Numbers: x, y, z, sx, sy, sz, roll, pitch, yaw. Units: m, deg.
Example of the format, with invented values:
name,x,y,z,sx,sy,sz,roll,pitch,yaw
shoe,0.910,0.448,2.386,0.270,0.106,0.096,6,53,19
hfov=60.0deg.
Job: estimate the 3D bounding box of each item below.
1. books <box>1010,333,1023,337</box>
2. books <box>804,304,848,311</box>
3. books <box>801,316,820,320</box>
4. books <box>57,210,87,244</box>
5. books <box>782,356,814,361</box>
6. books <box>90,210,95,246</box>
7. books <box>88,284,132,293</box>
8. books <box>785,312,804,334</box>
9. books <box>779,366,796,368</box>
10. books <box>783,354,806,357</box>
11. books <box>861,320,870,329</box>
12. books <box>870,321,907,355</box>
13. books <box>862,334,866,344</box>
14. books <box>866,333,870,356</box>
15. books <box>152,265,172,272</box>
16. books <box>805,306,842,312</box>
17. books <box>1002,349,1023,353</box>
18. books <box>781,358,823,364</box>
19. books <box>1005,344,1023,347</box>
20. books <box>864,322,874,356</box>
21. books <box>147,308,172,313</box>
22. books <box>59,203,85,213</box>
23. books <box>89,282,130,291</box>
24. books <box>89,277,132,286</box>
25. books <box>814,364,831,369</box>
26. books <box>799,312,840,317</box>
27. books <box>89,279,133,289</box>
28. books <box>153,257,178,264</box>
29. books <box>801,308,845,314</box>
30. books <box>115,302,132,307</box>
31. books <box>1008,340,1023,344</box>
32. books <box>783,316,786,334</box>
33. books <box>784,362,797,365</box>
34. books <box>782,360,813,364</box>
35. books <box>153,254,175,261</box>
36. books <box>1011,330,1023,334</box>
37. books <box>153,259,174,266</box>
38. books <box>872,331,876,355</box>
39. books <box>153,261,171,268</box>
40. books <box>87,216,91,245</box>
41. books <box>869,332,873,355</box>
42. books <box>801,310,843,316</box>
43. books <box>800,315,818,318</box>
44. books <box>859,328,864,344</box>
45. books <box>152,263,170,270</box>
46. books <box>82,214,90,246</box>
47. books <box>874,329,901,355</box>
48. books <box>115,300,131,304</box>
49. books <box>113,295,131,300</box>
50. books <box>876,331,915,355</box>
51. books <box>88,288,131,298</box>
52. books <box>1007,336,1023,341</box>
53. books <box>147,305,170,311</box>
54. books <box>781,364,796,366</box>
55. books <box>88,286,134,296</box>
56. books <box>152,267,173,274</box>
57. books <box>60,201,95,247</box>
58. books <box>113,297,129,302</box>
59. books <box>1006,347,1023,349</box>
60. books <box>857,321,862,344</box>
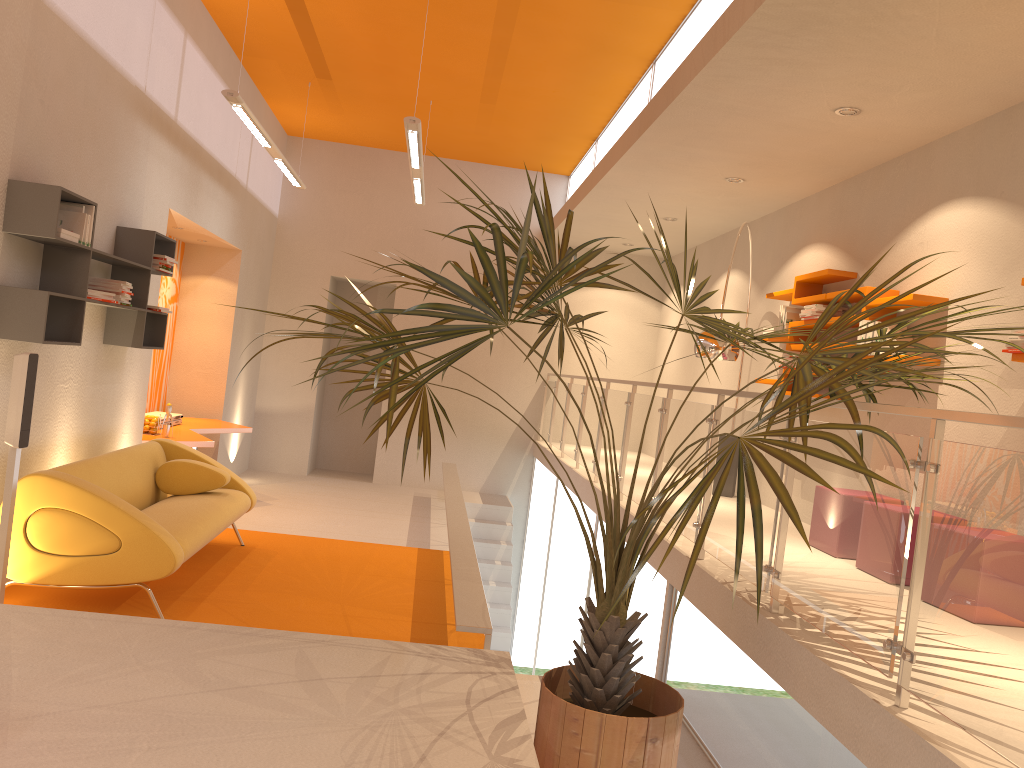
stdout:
name,x,y,z,sx,sy,sz,roll,pitch,yaw
books,2.451,-0.211,4.046,0.254,0.015,0.190,7,1,1
books,2.287,-0.552,6.470,0.230,0.017,0.227,7,1,-5
books,2.268,-0.465,6.455,0.210,0.013,0.297,7,1,-5
books,-2.403,-0.843,4.736,0.230,0.169,0.023,7,1,-5
books,2.203,-0.189,6.723,0.254,0.015,0.190,7,1,1
books,-2.419,-0.876,4.857,0.230,0.227,0.017,7,1,-5
books,-2.482,-0.587,5.473,0.190,0.011,0.268,7,1,-9
books,2.240,-0.462,6.899,0.230,0.169,0.023,7,1,-5
books,2.180,-0.119,6.721,0.210,0.013,0.297,7,1,-5
books,2.202,-0.205,6.709,0.226,0.017,0.230,7,1,-5
books,2.330,-0.282,5.652,0.230,0.227,0.017,7,1,-5
books,2.331,-0.271,5.492,0.207,0.210,0.021,7,1,-5
books,2.331,-0.252,5.603,0.230,0.169,0.027,7,1,-5
books,2.328,-0.252,5.544,0.230,0.169,0.027,7,1,-5
books,-2.501,-0.808,6.153,0.190,0.011,0.268,7,1,-4
books,2.272,-0.538,6.474,0.190,0.015,0.254,7,1,1
books,2.428,-0.140,4.045,0.210,0.013,0.297,7,1,-5
books,2.196,-0.174,6.724,0.230,0.017,0.227,7,1,-10
books,2.430,-0.166,4.058,0.190,0.015,0.254,7,1,-9
books,2.324,-0.273,5.577,0.207,0.210,0.021,7,1,-5
books,-2.524,-0.519,6.162,0.254,0.015,0.190,7,1,1
books,-2.417,-0.866,4.765,0.207,0.210,0.021,7,1,-5
books,-2.477,-0.600,5.463,0.190,0.015,0.254,7,1,-14
books,-2.485,-0.633,5.472,0.230,0.017,0.226,7,1,-15
books,2.218,-0.128,6.424,0.226,0.017,0.230,7,1,-5
books,2.255,-0.492,6.458,0.254,0.015,0.190,7,1,-9
books,-2.474,-0.615,5.471,0.190,0.015,0.254,7,1,-9
books,-2.480,-0.866,6.150,0.254,0.015,0.190,7,1,1
books,2.269,-0.522,6.469,0.227,0.017,0.230,7,1,-10
books,-2.492,-0.505,5.478,0.210,0.013,0.297,7,1,-10
books,2.429,-0.181,4.050,0.190,0.015,0.254,7,1,-4
books,2.225,-0.458,6.912,0.207,0.156,0.009,7,1,-5
books,2.181,-0.144,6.734,0.190,0.015,0.254,7,1,-9
books,2.181,-0.159,6.726,0.190,0.015,0.254,7,1,-4
books,-2.481,-0.883,6.137,0.226,0.017,0.230,7,1,-5
books,2.450,-0.227,4.033,0.226,0.017,0.230,7,1,-5
books,-2.487,-0.851,6.151,0.230,0.017,0.226,7,1,-10
books,2.331,-0.244,5.477,0.207,0.156,0.009,7,1,-5
books,-2.502,-0.837,6.154,0.190,0.015,0.254,7,1,-4
books,-2.420,-0.847,4.817,0.230,0.169,0.027,7,1,-5
books,2.339,-0.250,5.517,0.230,0.169,0.027,7,1,-5
books,2.265,-0.506,6.456,0.254,0.015,0.190,7,1,-4
books,2.263,-0.478,6.461,0.268,0.011,0.190,7,1,-4
books,2.321,-0.254,5.630,0.230,0.169,0.027,7,1,-5
books,-2.502,-0.822,6.162,0.190,0.015,0.254,7,1,-9
books,-2.410,-0.845,4.790,0.230,0.169,0.027,7,1,-5
books,2.346,-0.249,5.463,0.230,0.169,0.023,7,1,-5
books,-2.491,-0.517,5.474,0.190,0.011,0.268,7,1,-9
books,-2.483,-0.544,5.472,0.190,0.015,0.254,7,1,-9
books,2.348,-0.238,5.420,0.230,0.150,0.091,7,1,-5
books,-2.494,-0.562,5.473,0.230,0.017,0.226,7,1,-15
books,2.444,-0.195,4.048,0.230,0.017,0.227,7,1,-10
books,-2.525,-0.535,6.149,0.226,0.017,0.230,7,1,-5
books,2.182,-0.131,6.725,0.190,0.011,0.268,7,1,-4
books,-2.484,-0.576,5.477,0.210,0.013,0.297,7,1,-10
books,-2.503,-0.796,6.149,0.210,0.013,0.297,7,1,-5
books,-2.411,-0.875,4.840,0.230,0.227,0.017,7,1,-5
books,-2.486,-0.529,5.464,0.190,0.015,0.254,7,1,-14
books,2.430,-0.152,4.049,0.190,0.011,0.268,7,1,-4
books,2.322,-0.283,5.670,0.230,0.227,0.017,7,1,-5
